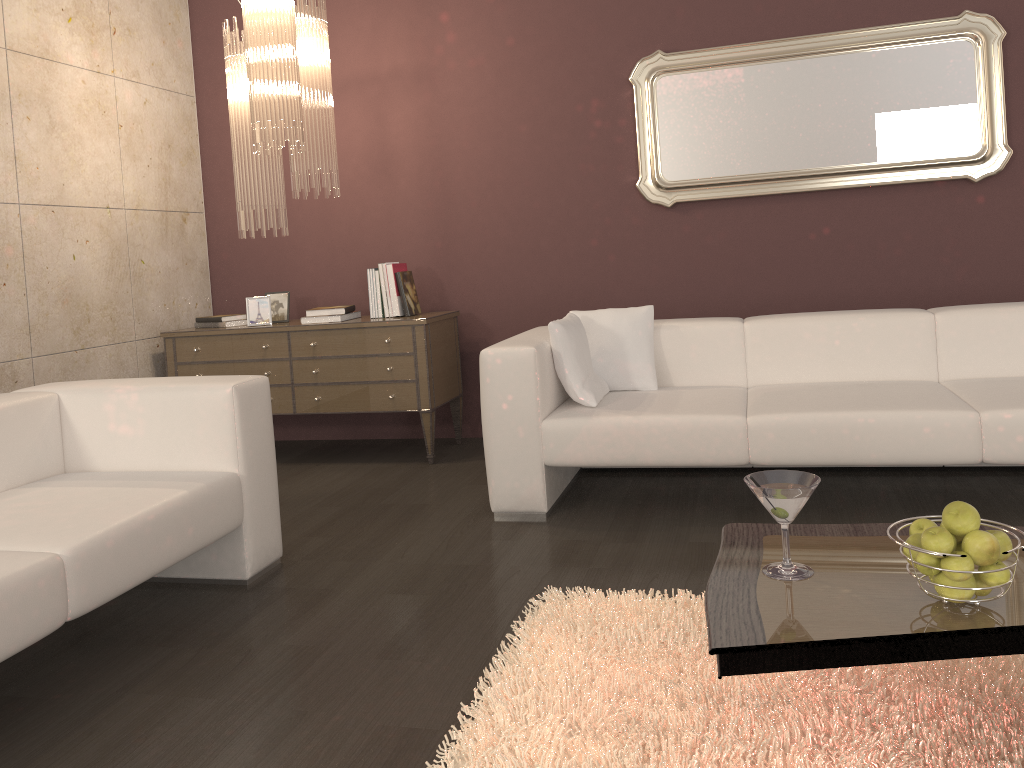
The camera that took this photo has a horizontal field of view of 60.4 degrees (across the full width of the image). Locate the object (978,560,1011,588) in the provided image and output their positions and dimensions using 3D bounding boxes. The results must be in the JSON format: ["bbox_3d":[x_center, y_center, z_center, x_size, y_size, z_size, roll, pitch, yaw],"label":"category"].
[{"bbox_3d":[0.850,0.334,1.554,0.051,0.048,0.052,-3,5,10],"label":"object"}]

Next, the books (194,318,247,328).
[{"bbox_3d":[-1.607,-0.340,4.927,0.275,0.031,0.203,2,10,35],"label":"books"}]

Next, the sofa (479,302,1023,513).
[{"bbox_3d":[1.321,0.064,3.478,2.777,0.648,0.953,-2,6,15],"label":"sofa"}]

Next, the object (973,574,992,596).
[{"bbox_3d":[0.847,0.362,1.594,0.044,0.043,0.043,-2,5,19],"label":"object"}]

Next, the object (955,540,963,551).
[{"bbox_3d":[0.848,0.306,1.643,0.061,0.062,0.061,-6,5,-20],"label":"object"}]

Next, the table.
[{"bbox_3d":[0.831,0.544,1.622,0.912,0.301,0.914,-2,8,14],"label":"table"}]

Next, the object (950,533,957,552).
[{"bbox_3d":[0.779,0.287,1.592,0.045,0.043,0.046,-5,5,-13],"label":"object"}]

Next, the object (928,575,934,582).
[{"bbox_3d":[0.803,0.353,1.637,0.055,0.054,0.055,-2,5,27],"label":"object"}]

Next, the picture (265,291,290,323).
[{"bbox_3d":[-1.308,-0.426,4.899,0.140,0.170,0.078,-4,3,0],"label":"picture"}]

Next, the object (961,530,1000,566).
[{"bbox_3d":[0.826,0.289,1.550,0.062,0.061,0.057,-5,5,-15],"label":"object"}]

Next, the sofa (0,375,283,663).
[{"bbox_3d":[-1.508,0.445,2.232,0.941,0.646,2.048,-2,8,16],"label":"sofa"}]

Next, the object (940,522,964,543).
[{"bbox_3d":[0.818,0.270,1.635,0.045,0.049,0.050,-1,6,30],"label":"object"}]

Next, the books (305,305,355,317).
[{"bbox_3d":[-0.974,-0.395,4.741,0.211,0.034,0.291,-4,8,1],"label":"books"}]

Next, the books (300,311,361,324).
[{"bbox_3d":[-0.966,-0.358,4.725,0.224,0.035,0.311,-3,8,11],"label":"books"}]

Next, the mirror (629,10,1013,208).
[{"bbox_3d":[1.489,-1.348,4.390,1.779,0.821,0.047,-2,2,15],"label":"mirror"}]

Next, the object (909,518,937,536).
[{"bbox_3d":[0.781,0.283,1.666,0.054,0.054,0.054,-6,5,-22],"label":"object"}]

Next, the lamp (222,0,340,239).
[{"bbox_3d":[-1.097,-2.113,4.113,0.486,2.823,0.483,-5,2,-38],"label":"lamp"}]

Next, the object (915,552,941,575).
[{"bbox_3d":[0.746,0.319,1.578,0.045,0.045,0.044,-3,5,7],"label":"object"}]

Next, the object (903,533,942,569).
[{"bbox_3d":[0.758,0.310,1.624,0.066,0.065,0.066,-6,5,-17],"label":"object"}]

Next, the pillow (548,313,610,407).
[{"bbox_3d":[0.274,-0.105,3.622,0.185,0.356,0.380,-3,5,14],"label":"pillow"}]

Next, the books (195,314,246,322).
[{"bbox_3d":[-1.620,-0.366,4.907,0.232,0.027,0.171,2,10,35],"label":"books"}]

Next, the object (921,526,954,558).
[{"bbox_3d":[0.752,0.280,1.556,0.053,0.051,0.054,-3,5,16],"label":"object"}]

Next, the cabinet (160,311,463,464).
[{"bbox_3d":[-1.066,0.025,4.781,1.525,0.727,0.536,-2,4,15],"label":"cabinet"}]

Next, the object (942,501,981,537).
[{"bbox_3d":[0.810,0.244,1.589,0.062,0.064,0.063,-3,5,16],"label":"object"}]

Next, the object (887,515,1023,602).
[{"bbox_3d":[0.811,0.332,1.600,0.235,0.118,0.234,-8,8,-29],"label":"object"}]

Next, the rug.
[{"bbox_3d":[0.822,0.692,1.615,1.994,0.067,1.526,-2,8,15],"label":"rug"}]

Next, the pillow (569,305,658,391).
[{"bbox_3d":[0.441,-0.151,3.854,0.376,0.360,0.170,-3,3,14],"label":"pillow"}]

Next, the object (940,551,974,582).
[{"bbox_3d":[0.779,0.319,1.540,0.053,0.051,0.054,-2,5,20],"label":"object"}]

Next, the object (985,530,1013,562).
[{"bbox_3d":[0.871,0.294,1.595,0.062,0.054,0.061,-3,5,9],"label":"object"}]

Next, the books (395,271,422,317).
[{"bbox_3d":[-0.550,-0.481,4.671,0.068,0.236,0.174,-4,4,16],"label":"books"}]

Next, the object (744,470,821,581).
[{"bbox_3d":[0.558,0.277,1.803,0.151,0.215,0.152,-4,4,8],"label":"object"}]

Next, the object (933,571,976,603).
[{"bbox_3d":[0.791,0.356,1.574,0.068,0.063,0.069,-7,6,-29],"label":"object"}]

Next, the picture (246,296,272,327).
[{"bbox_3d":[-1.360,-0.392,4.735,0.128,0.156,0.051,-5,2,-15],"label":"picture"}]

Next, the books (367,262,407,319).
[{"bbox_3d":[-0.650,-0.504,4.701,0.178,0.288,0.206,-3,4,16],"label":"books"}]
